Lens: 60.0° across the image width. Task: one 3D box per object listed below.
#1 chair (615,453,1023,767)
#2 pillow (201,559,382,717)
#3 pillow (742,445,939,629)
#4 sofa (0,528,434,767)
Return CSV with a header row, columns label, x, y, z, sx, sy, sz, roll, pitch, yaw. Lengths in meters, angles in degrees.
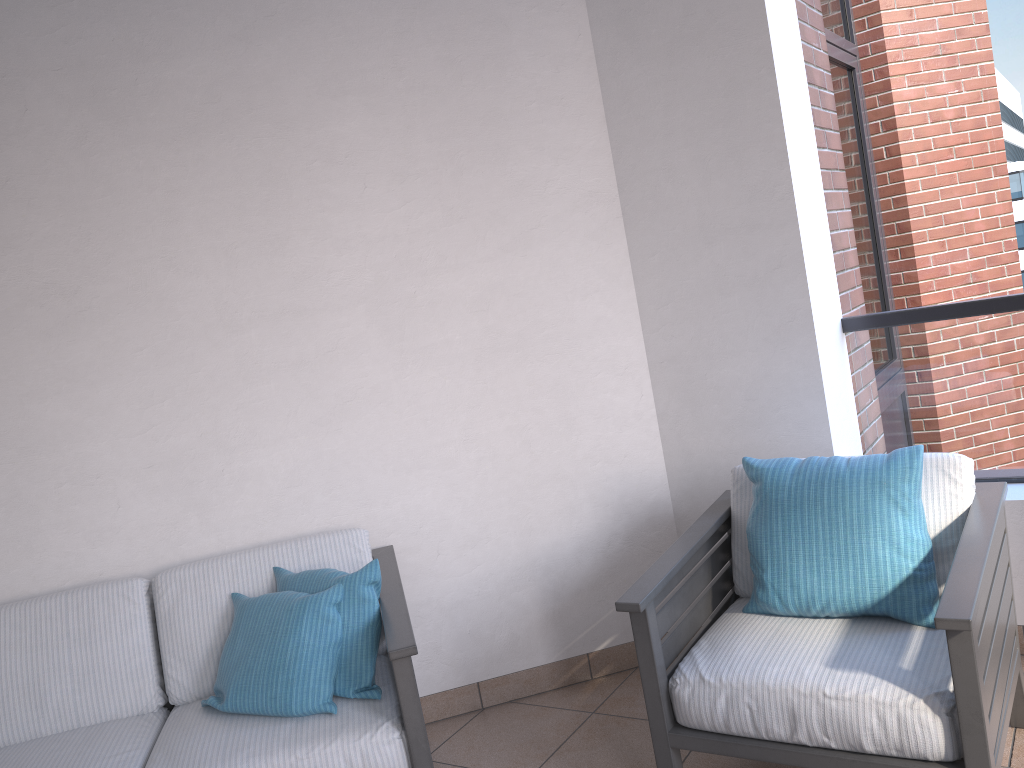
label,x,y,z,sx,sy,sz,roll,pitch,yaw
chair,0.839,0.637,2.320,0.797,0.765,0.807,-7,7,35
pillow,-0.605,0.720,2.471,0.543,0.370,0.377,-7,6,30
pillow,0.857,0.403,2.377,0.510,0.426,0.316,-7,7,32
sofa,-1.313,1.033,2.389,2.161,0.765,0.807,-12,6,-10
